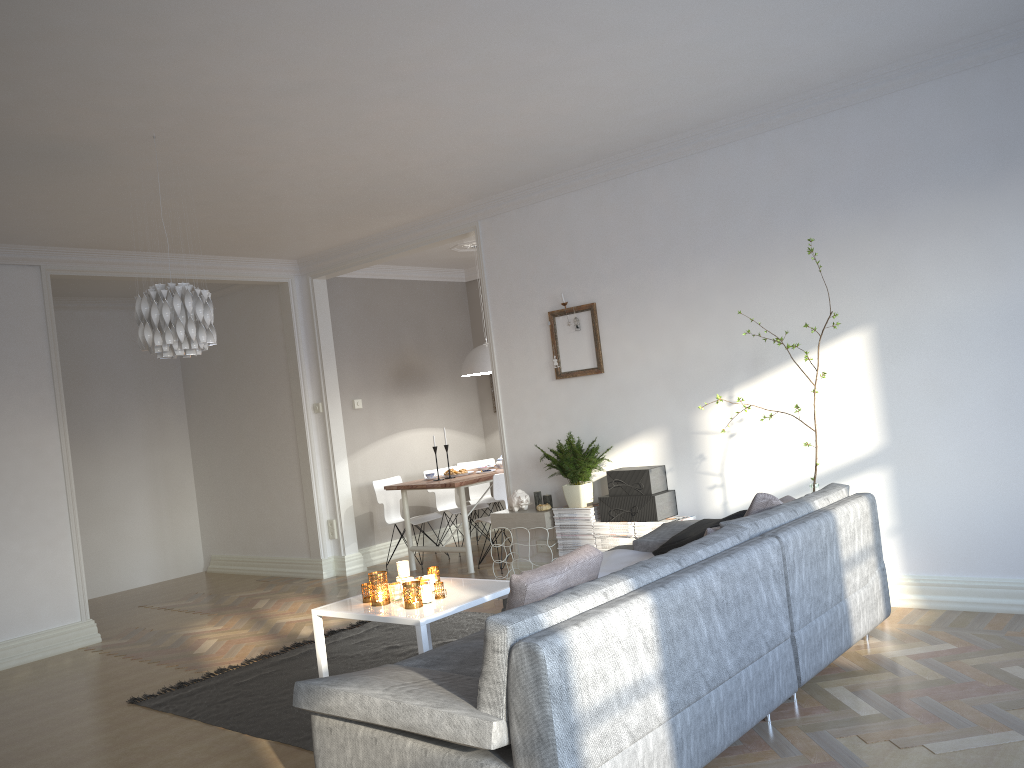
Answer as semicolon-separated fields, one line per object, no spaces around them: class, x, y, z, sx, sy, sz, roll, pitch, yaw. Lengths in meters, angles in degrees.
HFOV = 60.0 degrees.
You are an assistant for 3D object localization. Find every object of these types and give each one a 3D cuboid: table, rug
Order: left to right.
rug;-0.601;1.494;4.741;2.113;0.055;2.013;-8;-2;40
table;-0.388;1.208;4.017;0.716;0.504;0.674;-8;-1;41
table;-0.087;1.141;8.045;0.854;0.750;1.985;-8;-1;40
table;0.145;1.154;6.108;0.554;0.575;0.298;-8;-1;41
table;0.492;1.095;5.855;0.321;0.596;0.246;-7;-1;41
table;0.731;1.111;5.654;0.327;0.499;0.246;-7;-1;41
table;0.968;1.077;5.450;0.327;0.499;0.246;-7;-1;41

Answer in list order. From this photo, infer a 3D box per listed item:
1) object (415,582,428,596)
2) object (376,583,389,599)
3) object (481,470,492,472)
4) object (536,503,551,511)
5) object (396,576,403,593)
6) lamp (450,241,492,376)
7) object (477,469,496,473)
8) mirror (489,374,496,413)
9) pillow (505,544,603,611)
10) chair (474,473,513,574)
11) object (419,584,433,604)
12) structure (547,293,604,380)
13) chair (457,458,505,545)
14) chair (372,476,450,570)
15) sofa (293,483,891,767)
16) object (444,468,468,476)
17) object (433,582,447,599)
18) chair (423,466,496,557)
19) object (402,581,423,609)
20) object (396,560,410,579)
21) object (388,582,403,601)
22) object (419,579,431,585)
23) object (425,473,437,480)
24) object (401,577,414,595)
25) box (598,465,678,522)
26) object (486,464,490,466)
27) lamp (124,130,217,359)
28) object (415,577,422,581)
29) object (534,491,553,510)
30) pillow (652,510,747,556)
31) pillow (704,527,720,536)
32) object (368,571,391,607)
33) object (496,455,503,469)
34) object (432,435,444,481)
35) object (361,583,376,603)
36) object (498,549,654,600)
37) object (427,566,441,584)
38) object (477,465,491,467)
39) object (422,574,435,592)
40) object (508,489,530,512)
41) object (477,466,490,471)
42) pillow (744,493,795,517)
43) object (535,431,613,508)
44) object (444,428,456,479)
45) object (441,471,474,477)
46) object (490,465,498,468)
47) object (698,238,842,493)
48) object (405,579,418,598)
object;-0.395;0.916;3.907;0.060;0.073;0.060;-7;-1;-25
object;-0.583;0.941;4.003;0.060;0.073;0.060;-7;-1;29
object;-0.231;0.764;7.754;0.100;0.025;0.066;-7;-1;18
object;0.214;0.831;5.975;0.099;0.046;0.104;-7;-1;-3
object;-0.508;0.935;4.137;0.060;0.073;0.060;-7;-1;20
lamp;-0.267;-0.688;8.058;0.529;1.182;0.530;-6;-1;-42
object;-0.228;0.768;7.765;0.180;0.014;0.180;-7;-1;6
mirror;-0.029;-0.003;9.171;0.474;0.557;0.051;-8;-1;41
pillow;0.113;0.744;2.864;0.242;0.390;0.426;-7;-1;41
chair;-0.032;1.096;7.211;0.431;0.785;0.479;-7;-1;-29
object;-0.374;0.912;3.843;0.060;0.073;0.060;-7;-1;2
structure;0.414;-0.336;5.961;0.399;0.574;0.053;-7;-1;38
chair;-0.259;1.162;8.885;0.431;0.785;0.479;-7;-1;-18
chair;-0.907;1.218;7.904;0.479;0.785;0.431;-7;-1;31
sofa;0.357;1.005;3.737;1.556;0.772;2.630;-8;-2;41
object;-0.504;0.773;7.813;0.198;0.063;0.188;-7;-1;11
object;-0.317;0.909;3.906;0.054;0.068;0.047;-7;-1;1
chair;-0.506;1.180;8.350;0.431;0.785;0.479;-6;-1;-39
object;-0.425;0.901;3.788;0.080;0.104;0.080;-7;-1;31
object;-0.503;0.860;4.108;0.060;0.073;0.060;-6;-1;-34
object;-0.522;0.933;3.982;0.060;0.073;0.060;-7;-1;29
object;-0.392;0.917;3.972;0.060;0.073;0.060;-7;-1;-25
object;-0.708;0.802;7.699;0.116;0.056;0.137;-6;-1;-19
object;-0.477;0.930;4.078;0.060;0.073;0.060;-7;-1;20
box;0.768;0.694;5.581;0.420;0.315;0.298;-8;-1;41
object;-0.226;0.743;8.111;0.020;0.003;0.194;-7;-1;8
lamp;-1.643;-0.658;4.223;0.355;1.065;0.354;-7;-1;-7
object;-0.423;0.932;4.137;0.052;0.058;0.050;-7;-1;10
object;0.213;0.789;6.079;0.123;0.134;0.062;-7;-1;-9
pillow;0.952;0.760;4.376;0.401;0.248;0.421;-6;-1;-29
pillow;0.859;0.740;3.814;0.414;0.311;0.337;-6;-1;-44
object;-0.591;0.907;3.930;0.090;0.140;0.087;-7;-1;11
object;-0.089;0.704;8.010;0.124;0.119;0.144;-6;-1;-45
object;-0.643;0.619;7.510;0.095;0.396;0.095;-7;-1;36
object;-0.651;0.946;4.020;0.060;0.079;0.060;-7;-1;31
object;0.431;1.121;4.481;0.726;0.437;0.811;-8;-1;39
object;-0.375;0.918;4.246;0.060;0.079;0.060;-7;-1;35
object;-0.252;0.766;8.113;0.129;0.038;0.129;-6;-2;-44
object;-0.379;0.918;4.073;0.060;0.073;0.060;-7;-1;-25
object;0.045;0.803;6.144;0.137;0.150;0.311;-7;-1;-20
object;-0.256;0.763;7.944;0.129;0.038;0.129;-8;-2;40
pillow;1.154;0.681;4.079;0.324;0.403;0.429;-7;-1;28
object;0.406;0.569;5.834;0.438;0.526;0.368;-8;-1;41
object;-0.555;0.584;7.569;0.095;0.448;0.095;-7;-1;36
object;-0.477;0.796;7.807;0.287;0.019;0.287;-8;-1;28
object;-0.072;0.757;8.255;0.287;0.019;0.287;-7;-1;13
object;1.372;0.102;4.658;0.776;1.674;0.340;-7;0;0
object;-0.449;0.925;4.004;0.060;0.073;0.060;-7;-1;-4
